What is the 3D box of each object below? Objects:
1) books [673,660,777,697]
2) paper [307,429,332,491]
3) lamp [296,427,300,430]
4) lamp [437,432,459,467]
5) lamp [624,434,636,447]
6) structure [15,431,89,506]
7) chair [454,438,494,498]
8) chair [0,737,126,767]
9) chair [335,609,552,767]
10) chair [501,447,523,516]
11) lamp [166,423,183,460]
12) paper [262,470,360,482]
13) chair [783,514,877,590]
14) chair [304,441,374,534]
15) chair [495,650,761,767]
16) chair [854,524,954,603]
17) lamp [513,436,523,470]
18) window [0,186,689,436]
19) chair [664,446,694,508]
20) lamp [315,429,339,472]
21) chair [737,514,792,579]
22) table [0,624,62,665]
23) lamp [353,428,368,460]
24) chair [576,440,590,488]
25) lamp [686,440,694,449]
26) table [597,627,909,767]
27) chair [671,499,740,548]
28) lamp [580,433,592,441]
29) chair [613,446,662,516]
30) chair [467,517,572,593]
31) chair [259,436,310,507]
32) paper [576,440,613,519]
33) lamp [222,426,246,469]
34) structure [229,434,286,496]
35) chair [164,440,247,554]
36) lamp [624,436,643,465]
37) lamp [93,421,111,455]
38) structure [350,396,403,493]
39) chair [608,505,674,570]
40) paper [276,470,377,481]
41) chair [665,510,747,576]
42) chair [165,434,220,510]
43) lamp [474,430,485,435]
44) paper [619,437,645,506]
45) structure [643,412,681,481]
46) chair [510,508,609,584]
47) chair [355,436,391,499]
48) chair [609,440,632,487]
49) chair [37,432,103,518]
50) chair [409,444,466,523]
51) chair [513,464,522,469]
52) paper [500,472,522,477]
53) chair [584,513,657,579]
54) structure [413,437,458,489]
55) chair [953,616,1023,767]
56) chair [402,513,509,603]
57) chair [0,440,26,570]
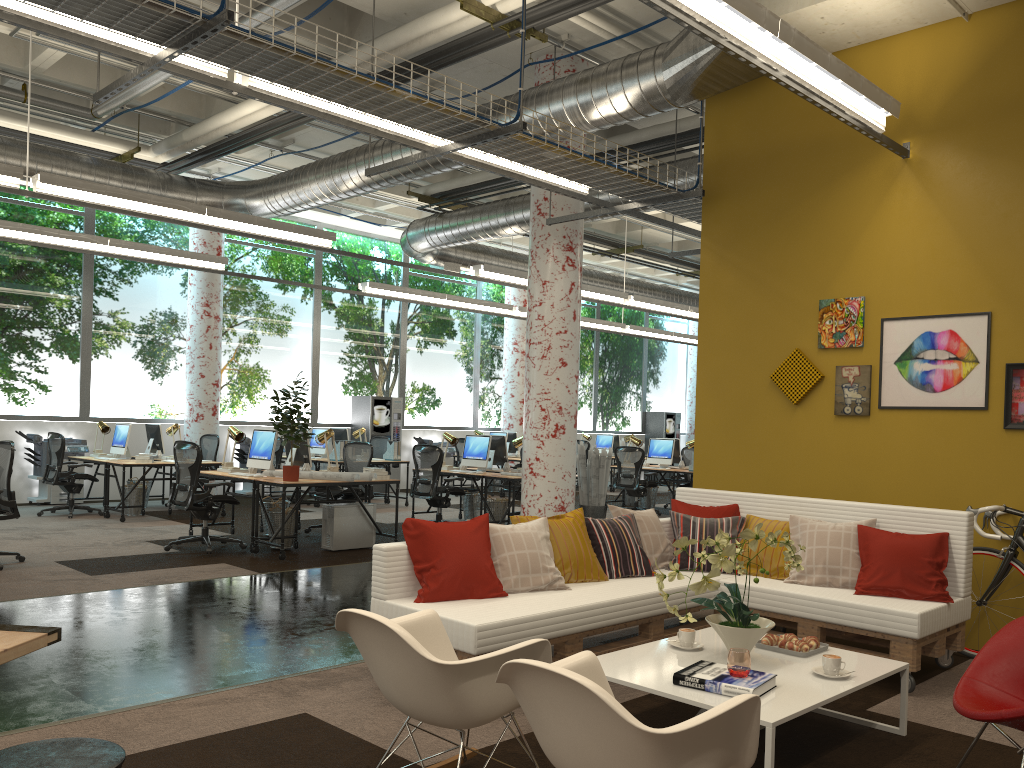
[{"bbox_3d":[0.868,1.205,3.606,0.333,0.048,0.280,0,-3,36],"label":"books"},{"bbox_3d":[-3.420,1.365,15.521,0.440,1.198,0.412,2,0,23],"label":"paper"},{"bbox_3d":[-3.536,0.994,14.610,0.209,0.611,0.527,2,-1,-25],"label":"lamp"},{"bbox_3d":[-0.908,0.957,12.000,0.209,0.611,0.527,2,-1,-25],"label":"lamp"},{"bbox_3d":[2.673,1.412,19.534,0.219,0.611,0.527,2,-1,-25],"label":"lamp"},{"bbox_3d":[-6.607,1.217,12.867,0.503,1.058,1.059,2,-1,45],"label":"structure"},{"bbox_3d":[-0.760,1.558,16.627,0.770,1.086,0.793,1,-1,29],"label":"chair"},{"bbox_3d":[-1.153,1.183,2.199,0.346,0.497,0.338,2,-1,4],"label":"chair"},{"bbox_3d":[-0.238,1.128,3.101,0.614,0.754,0.794,1,-1,45],"label":"chair"},{"bbox_3d":[0.204,1.405,12.610,0.770,1.086,0.793,1,-1,29],"label":"chair"},{"bbox_3d":[-4.642,0.849,12.195,0.209,0.611,0.527,2,-1,-25],"label":"lamp"},{"bbox_3d":[-2.055,0.919,8.951,1.133,0.082,0.083,1,-1,20],"label":"paper"},{"bbox_3d":[1.945,1.027,5.407,0.525,0.428,0.312,1,-1,23],"label":"chair"},{"bbox_3d":[-1.959,1.213,10.344,0.770,1.086,0.793,1,-1,29],"label":"chair"},{"bbox_3d":[0.324,1.120,2.540,0.614,0.754,0.794,1,-1,45],"label":"chair"},{"bbox_3d":[2.258,1.043,5.117,0.519,0.395,0.335,1,-1,23],"label":"chair"},{"bbox_3d":[0.191,0.982,11.798,0.209,0.611,0.527,2,-1,-25],"label":"lamp"},{"bbox_3d":[-4.307,-1.142,15.563,0.050,3.763,26.231,2,-1,45],"label":"window"},{"bbox_3d":[3.083,1.621,15.359,0.770,1.086,0.793,1,-1,29],"label":"chair"},{"bbox_3d":[-1.972,0.790,9.532,0.209,0.611,0.527,2,-1,-25],"label":"lamp"},{"bbox_3d":[1.663,1.062,5.703,0.521,0.381,0.367,0,-2,41],"label":"chair"},{"bbox_3d":[-1.612,1.039,2.207,0.626,0.759,0.616,2,-1,5],"label":"table"},{"bbox_3d":[-2.433,1.019,14.410,0.219,0.611,0.527,2,-1,-25],"label":"lamp"},{"bbox_3d":[1.533,1.735,18.928,0.770,1.086,0.793,1,-1,29],"label":"chair"},{"bbox_3d":[3.074,1.198,14.550,0.219,0.611,0.527,2,-1,-25],"label":"lamp"},{"bbox_3d":[1.021,1.414,3.958,0.984,0.330,1.264,0,-3,45],"label":"table"},{"bbox_3d":[1.338,1.032,6.126,0.534,0.437,0.287,1,-1,18],"label":"chair"},{"bbox_3d":[1.566,1.387,19.732,0.219,0.611,0.527,2,-1,-25],"label":"lamp"},{"bbox_3d":[1.933,1.520,13.943,0.770,1.086,0.793,1,-1,29],"label":"chair"},{"bbox_3d":[0.038,0.967,4.967,0.525,0.401,0.331,3,-1,-26],"label":"chair"},{"bbox_3d":[-3.573,1.341,13.804,0.770,1.086,0.793,1,-1,29],"label":"chair"},{"bbox_3d":[1.006,1.304,11.129,0.440,1.198,0.412,2,0,23],"label":"paper"},{"bbox_3d":[-3.075,0.764,9.731,0.219,0.611,0.527,2,-1,-25],"label":"lamp"},{"bbox_3d":[-4.323,1.393,15.163,0.503,1.058,1.059,2,-1,45],"label":"structure"},{"bbox_3d":[-3.109,1.112,8.927,0.770,1.086,0.793,1,-1,29],"label":"chair"},{"bbox_3d":[1.966,1.172,14.747,0.219,0.611,0.527,2,-1,-25],"label":"lamp"},{"bbox_3d":[-5.745,0.824,12.395,0.219,0.611,0.527,2,-1,-25],"label":"lamp"},{"bbox_3d":[-2.586,1.150,16.889,0.637,1.811,0.751,2,0,45],"label":"structure"},{"bbox_3d":[0.882,1.019,5.870,0.546,0.438,0.334,3,-1,-40],"label":"chair"},{"bbox_3d":[-1.936,0.929,9.069,1.134,0.082,0.083,1,-1,10],"label":"paper"},{"bbox_3d":[1.280,1.056,5.836,0.516,0.392,0.358,1,-1,14],"label":"chair"},{"bbox_3d":[-4.628,1.272,13.008,0.770,1.086,0.793,1,-1,29],"label":"chair"},{"bbox_3d":[-0.727,1.210,17.431,0.219,0.611,0.527,2,-1,-25],"label":"lamp"},{"bbox_3d":[2.086,1.544,15.660,0.440,1.198,0.412,2,0,23],"label":"paper"},{"bbox_3d":[4.002,1.657,23.501,0.637,1.811,0.751,2,0,45],"label":"structure"},{"bbox_3d":[0.286,0.970,5.258,0.547,0.438,0.316,3,-1,-33],"label":"chair"},{"bbox_3d":[-2.423,1.442,15.220,0.770,1.086,0.793,1,-1,29],"label":"chair"},{"bbox_3d":[2.682,1.835,20.344,0.770,1.086,0.793,1,-1,29],"label":"chair"},{"bbox_3d":[-5.778,1.172,11.591,0.770,1.086,0.793,1,-1,29],"label":"chair"},{"bbox_3d":[-0.946,1.305,11.194,0.770,1.086,0.793,1,-1,29],"label":"chair"},{"bbox_3d":[0.390,1.659,18.044,0.770,1.086,0.793,1,-1,29],"label":"chair"},{"bbox_3d":[0.221,1.131,11.154,0.567,0.061,0.626,-1,-3,42],"label":"paper"},{"bbox_3d":[0.639,1.026,5.529,0.524,0.408,0.341,3,-1,-29],"label":"chair"},{"bbox_3d":[-1.510,1.610,17.986,0.503,1.058,1.059,2,-1,45],"label":"structure"},{"bbox_3d":[1.837,1.154,2.986,0.636,0.812,0.835,2,-1,19],"label":"chair"},{"bbox_3d":[-0.311,0.921,4.680,0.535,0.444,0.301,3,-1,-29],"label":"chair"},{"bbox_3d":[-4.615,1.028,7.639,0.770,1.086,0.793,1,-1,29],"label":"chair"}]
